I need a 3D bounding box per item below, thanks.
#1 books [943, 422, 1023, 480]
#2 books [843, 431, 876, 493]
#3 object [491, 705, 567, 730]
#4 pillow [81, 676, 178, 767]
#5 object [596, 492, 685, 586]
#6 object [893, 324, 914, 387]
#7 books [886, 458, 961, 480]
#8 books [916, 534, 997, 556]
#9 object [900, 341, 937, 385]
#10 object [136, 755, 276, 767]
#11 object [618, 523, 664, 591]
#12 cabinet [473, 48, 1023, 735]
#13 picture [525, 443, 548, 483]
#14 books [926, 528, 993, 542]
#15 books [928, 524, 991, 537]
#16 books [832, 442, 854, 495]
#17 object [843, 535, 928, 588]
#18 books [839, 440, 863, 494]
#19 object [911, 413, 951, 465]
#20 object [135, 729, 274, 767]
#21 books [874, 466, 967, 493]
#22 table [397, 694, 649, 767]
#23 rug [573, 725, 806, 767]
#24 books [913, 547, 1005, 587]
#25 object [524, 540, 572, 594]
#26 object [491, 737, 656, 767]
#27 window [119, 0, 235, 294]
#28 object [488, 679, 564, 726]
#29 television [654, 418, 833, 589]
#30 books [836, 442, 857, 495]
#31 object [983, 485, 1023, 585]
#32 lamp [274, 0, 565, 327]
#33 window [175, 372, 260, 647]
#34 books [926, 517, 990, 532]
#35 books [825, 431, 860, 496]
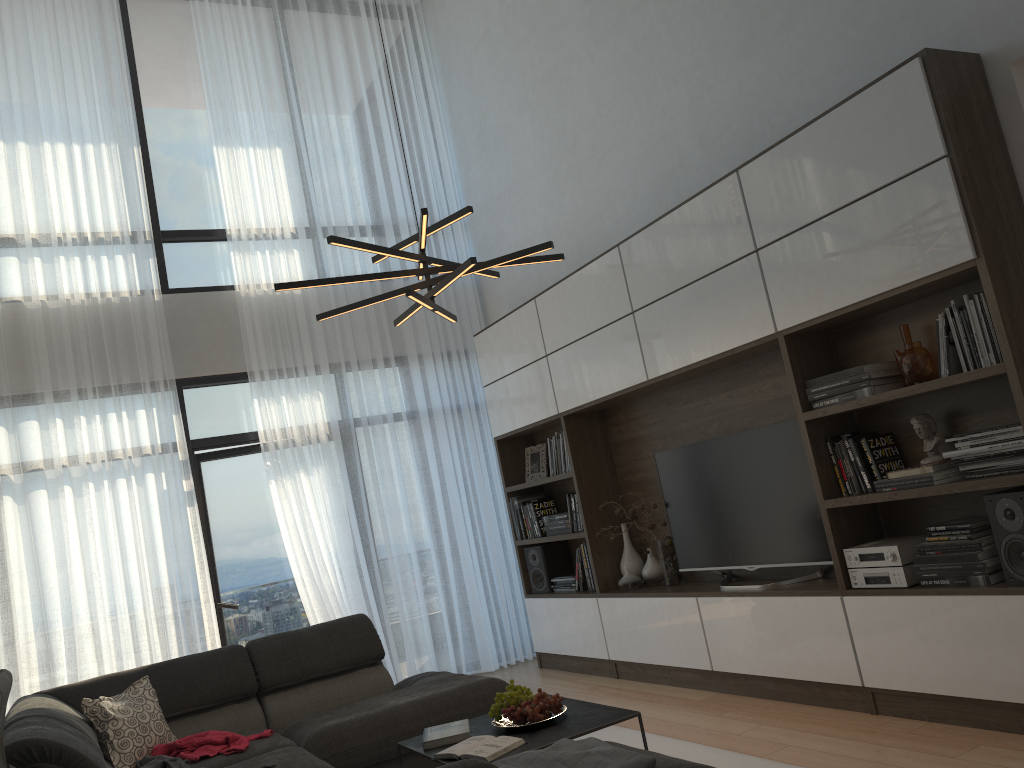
[{"bbox_3d":[1.846,0.243,3.313,0.224,0.176,0.374,-7,-9,-29],"label":"books"},{"bbox_3d":[1.563,0.340,3.878,0.193,0.255,0.066,-7,-9,-29],"label":"books"},{"bbox_3d":[0.068,1.284,3.402,0.295,0.026,0.295,-6,-10,-35],"label":"object"},{"bbox_3d":[-1.188,1.251,2.816,0.386,0.364,2.734,-8,-9,-25],"label":"pillow"},{"bbox_3d":[0.785,0.932,5.354,0.542,0.598,0.317,-12,-8,7],"label":"object"},{"bbox_3d":[1.644,-0.111,3.705,0.081,0.265,0.082,-10,-8,-7],"label":"object"},{"bbox_3d":[1.693,0.342,3.611,0.266,0.030,0.209,-6,-10,-35],"label":"books"},{"bbox_3d":[1.789,0.630,3.515,0.224,0.042,0.277,-6,-9,-33],"label":"books"},{"bbox_3d":[1.628,-0.081,3.559,0.130,0.171,0.130,-13,-8,11],"label":"object"},{"bbox_3d":[-1.287,1.479,3.281,0.905,0.118,0.411,-17,-10,37],"label":"object"},{"bbox_3d":[0.792,1.059,5.527,0.313,0.397,0.313,-13,-8,13],"label":"object"},{"bbox_3d":[0.982,0.396,4.890,0.338,2.494,4.036,-7,-9,-28],"label":"cabinet"},{"bbox_3d":[0.189,0.587,6.593,0.216,0.270,0.114,-18,-11,42],"label":"picture"},{"bbox_3d":[1.788,0.598,3.524,0.161,0.023,0.213,-8,-9,-25],"label":"books"},{"bbox_3d":[1.786,0.580,3.529,0.142,0.015,0.198,-7,-9,-30],"label":"books"},{"bbox_3d":[1.533,0.364,3.943,0.189,0.240,0.053,-7,-9,-28],"label":"books"},{"bbox_3d":[1.623,0.758,3.769,0.270,0.174,0.285,-7,-9,-28],"label":"object"},{"bbox_3d":[1.541,0.353,3.897,0.169,0.242,0.050,-7,-9,-29],"label":"books"},{"bbox_3d":[1.721,0.221,3.660,0.116,0.207,0.117,-13,-8,12],"label":"object"},{"bbox_3d":[-1.313,1.520,3.731,0.536,0.077,0.323,-12,-8,5],"label":"object"},{"bbox_3d":[1.672,0.385,3.600,0.250,0.047,0.310,-8,-9,-23],"label":"books"},{"bbox_3d":[0.037,1.462,3.344,0.700,0.323,0.700,-7,-9,-28],"label":"table"},{"bbox_3d":[0.229,1.591,3.250,1.606,0.013,2.496,-7,-9,-29],"label":"rug"},{"bbox_3d":[1.790,0.712,3.489,0.248,0.123,0.307,-6,-9,-33],"label":"books"},{"bbox_3d":[0.264,1.324,6.419,0.244,0.331,0.214,-5,-10,-38],"label":"object"},{"bbox_3d":[0.089,1.210,2.435,0.548,0.369,0.685,-8,-8,-21],"label":"object"},{"bbox_3d":[-2.735,-1.822,6.530,4.808,2.500,0.119,-7,-9,-28],"label":"window"},{"bbox_3d":[0.063,1.213,3.410,0.256,0.173,0.279,-7,-9,-31],"label":"object"},{"bbox_3d":[1.198,0.656,4.645,0.229,0.779,1.220,-7,-9,-28],"label":"television"},{"bbox_3d":[1.538,0.360,3.919,0.170,0.236,0.049,-7,-9,-28],"label":"books"},{"bbox_3d":[1.912,0.539,3.209,0.244,0.331,0.214,-9,-8,-18],"label":"object"},{"bbox_3d":[-0.668,-2.066,3.807,1.200,3.645,0.831,-9,-8,-18],"label":"lamp"},{"bbox_3d":[-2.131,1.189,6.103,4.808,2.501,0.119,-7,-9,-28],"label":"window"},{"bbox_3d":[1.796,0.559,3.537,0.161,0.023,0.213,-8,-9,-25],"label":"books"},{"bbox_3d":[1.519,0.355,3.975,0.202,0.268,0.053,-7,-9,-29],"label":"books"}]
